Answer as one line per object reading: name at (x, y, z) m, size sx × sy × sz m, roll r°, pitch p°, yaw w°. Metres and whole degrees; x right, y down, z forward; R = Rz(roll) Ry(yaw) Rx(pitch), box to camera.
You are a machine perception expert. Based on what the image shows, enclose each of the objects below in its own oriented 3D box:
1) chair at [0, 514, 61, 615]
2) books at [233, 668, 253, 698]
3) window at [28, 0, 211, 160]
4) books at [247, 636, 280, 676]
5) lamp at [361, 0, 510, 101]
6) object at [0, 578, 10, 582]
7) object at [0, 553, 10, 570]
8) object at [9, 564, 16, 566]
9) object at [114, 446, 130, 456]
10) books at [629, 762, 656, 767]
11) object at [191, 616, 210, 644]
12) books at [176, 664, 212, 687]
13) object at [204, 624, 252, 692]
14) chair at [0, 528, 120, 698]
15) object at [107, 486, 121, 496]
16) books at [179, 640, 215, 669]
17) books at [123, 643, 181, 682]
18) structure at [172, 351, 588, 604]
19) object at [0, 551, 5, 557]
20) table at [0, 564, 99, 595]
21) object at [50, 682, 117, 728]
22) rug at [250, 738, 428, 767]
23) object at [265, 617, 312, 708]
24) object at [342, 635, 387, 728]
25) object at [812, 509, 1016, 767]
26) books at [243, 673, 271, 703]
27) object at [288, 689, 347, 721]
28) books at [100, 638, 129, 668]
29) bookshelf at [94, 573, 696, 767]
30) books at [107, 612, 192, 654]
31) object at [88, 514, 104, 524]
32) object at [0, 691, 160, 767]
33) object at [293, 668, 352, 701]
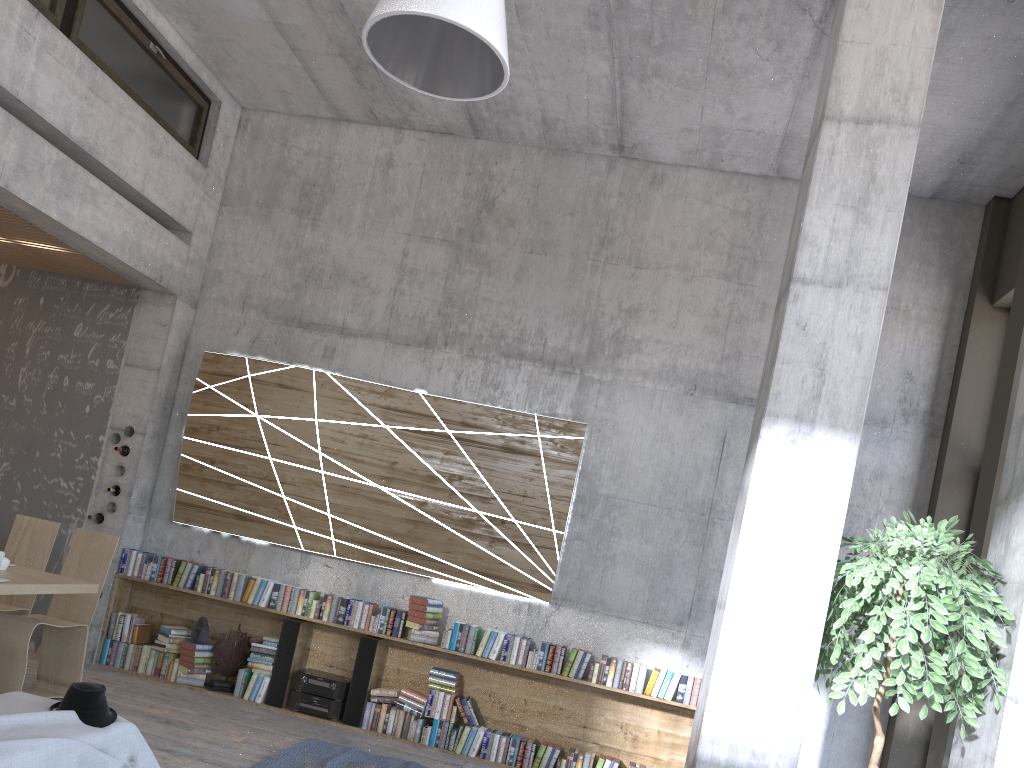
chair at (-3.700, 1.512, 6.200) m, size 0.348 × 1.181 × 0.732 m, roll 12°, pitch -5°, yaw 6°
books at (-2.252, 2.515, 7.384) m, size 0.074 × 0.218 × 0.208 m, roll 11°, pitch -7°, yaw 11°
window at (-3.327, -3.124, 3.511) m, size 0.113 × 0.598 × 8.619 m, roll 11°, pitch -11°, yaw 11°
books at (-2.064, 2.284, 7.386) m, size 0.250 × 0.319 × 0.222 m, roll 11°, pitch -5°, yaw 12°
lamp at (-0.581, 0.090, 1.453) m, size 0.757 × 3.383 × 2.660 m, roll 12°, pitch -6°, yaw -1°
object at (-3.061, 1.136, 5.114) m, size 0.185 × 0.014 × 0.188 m, roll 13°, pitch -11°, yaw -3°
object at (-3.300, 1.146, 5.659) m, size 0.089 × 0.110 × 0.124 m, roll 12°, pitch -7°, yaw 2°
object at (-3.466, 1.201, 5.878) m, size 0.184 × 0.014 × 0.189 m, roll 9°, pitch -11°, yaw 13°
object at (-3.329, 0.584, 7.590) m, size 0.090 × 0.089 × 0.342 m, roll 11°, pitch -10°, yaw 11°
books at (0.968, 3.096, 6.867) m, size 0.277 × 0.218 × 0.213 m, roll 11°, pitch -7°, yaw 8°
object at (-2.624, 2.073, 7.395) m, size 0.145 × 0.226 × 0.138 m, roll 11°, pitch -5°, yaw 7°
books at (-2.697, 2.459, 7.406) m, size 0.266 × 0.149 × 0.247 m, roll 18°, pitch -10°, yaw -34°
object at (-2.381, 2.314, 7.458) m, size 0.349 × 0.562 × 0.195 m, roll 15°, pitch -4°, yaw -30°
chair at (-3.217, 1.588, 6.070) m, size 0.347 × 1.181 × 0.734 m, roll 11°, pitch -5°, yaw 11°
object at (-3.395, 0.935, 7.612) m, size 0.093 × 0.092 × 0.354 m, roll 11°, pitch -10°, yaw 11°
books at (-2.652, 2.289, 7.405) m, size 0.187 × 0.208 × 0.252 m, roll 8°, pitch -8°, yaw 31°
books at (-3.037, 2.371, 7.523) m, size 0.492 × 0.235 × 0.246 m, roll 10°, pitch -7°, yaw 10°
structure at (-1.196, 0.744, 7.365) m, size 3.396 × 1.520 × 0.364 m, roll 10°, pitch -3°, yaw 9°
object at (-3.465, 1.163, 5.885) m, size 0.094 × 0.087 × 0.117 m, roll 15°, pitch -9°, yaw -25°
table at (-5.466, 1.213, 5.849) m, size 5.163 × 0.913 × 1.031 m, roll 10°, pitch -7°, yaw 9°
object at (-2.040, 1.524, 4.206) m, size 0.302 × 0.167 × 0.303 m, roll 12°, pitch -9°, yaw -2°
rug at (-1.141, 2.399, 4.977) m, size 1.156 × 0.048 × 2.980 m, roll 10°, pitch -11°, yaw 10°
object at (-1.881, 2.355, 7.376) m, size 0.152 × 0.751 × 0.277 m, roll 11°, pitch -4°, yaw 11°
object at (-1.223, 2.472, 7.266) m, size 0.152 × 0.751 × 0.277 m, roll 11°, pitch -4°, yaw 11°
object at (1.658, 1.473, 3.881) m, size 1.014 × 1.843 × 0.966 m, roll 14°, pitch -5°, yaw -24°
books at (-2.104, 2.538, 7.344) m, size 0.198 × 0.225 × 0.193 m, roll 11°, pitch -6°, yaw 10°
object at (-1.591, 2.659, 7.290) m, size 0.438 × 0.162 × 0.299 m, roll 10°, pitch -9°, yaw 10°
books at (-3.414, 2.308, 7.556) m, size 0.272 × 0.218 × 0.208 m, roll 11°, pitch -7°, yaw 10°
bookshelf at (-0.876, 2.496, 7.199) m, size 5.297 × 0.797 × 0.307 m, roll 10°, pitch -4°, yaw 9°
books at (-3.095, 2.148, 7.545) m, size 0.711 × 0.259 × 0.307 m, roll 9°, pitch -8°, yaw 14°
object at (-3.544, 1.164, 7.577) m, size 0.095 × 0.094 × 0.345 m, roll 11°, pitch -10°, yaw 11°
object at (-2.135, 1.742, 4.029) m, size 1.034 × 0.496 × 1.638 m, roll 7°, pitch -11°, yaw 28°
object at (-1.559, 2.502, 7.291) m, size 0.438 × 0.159 × 0.310 m, roll 10°, pitch -9°, yaw 10°
